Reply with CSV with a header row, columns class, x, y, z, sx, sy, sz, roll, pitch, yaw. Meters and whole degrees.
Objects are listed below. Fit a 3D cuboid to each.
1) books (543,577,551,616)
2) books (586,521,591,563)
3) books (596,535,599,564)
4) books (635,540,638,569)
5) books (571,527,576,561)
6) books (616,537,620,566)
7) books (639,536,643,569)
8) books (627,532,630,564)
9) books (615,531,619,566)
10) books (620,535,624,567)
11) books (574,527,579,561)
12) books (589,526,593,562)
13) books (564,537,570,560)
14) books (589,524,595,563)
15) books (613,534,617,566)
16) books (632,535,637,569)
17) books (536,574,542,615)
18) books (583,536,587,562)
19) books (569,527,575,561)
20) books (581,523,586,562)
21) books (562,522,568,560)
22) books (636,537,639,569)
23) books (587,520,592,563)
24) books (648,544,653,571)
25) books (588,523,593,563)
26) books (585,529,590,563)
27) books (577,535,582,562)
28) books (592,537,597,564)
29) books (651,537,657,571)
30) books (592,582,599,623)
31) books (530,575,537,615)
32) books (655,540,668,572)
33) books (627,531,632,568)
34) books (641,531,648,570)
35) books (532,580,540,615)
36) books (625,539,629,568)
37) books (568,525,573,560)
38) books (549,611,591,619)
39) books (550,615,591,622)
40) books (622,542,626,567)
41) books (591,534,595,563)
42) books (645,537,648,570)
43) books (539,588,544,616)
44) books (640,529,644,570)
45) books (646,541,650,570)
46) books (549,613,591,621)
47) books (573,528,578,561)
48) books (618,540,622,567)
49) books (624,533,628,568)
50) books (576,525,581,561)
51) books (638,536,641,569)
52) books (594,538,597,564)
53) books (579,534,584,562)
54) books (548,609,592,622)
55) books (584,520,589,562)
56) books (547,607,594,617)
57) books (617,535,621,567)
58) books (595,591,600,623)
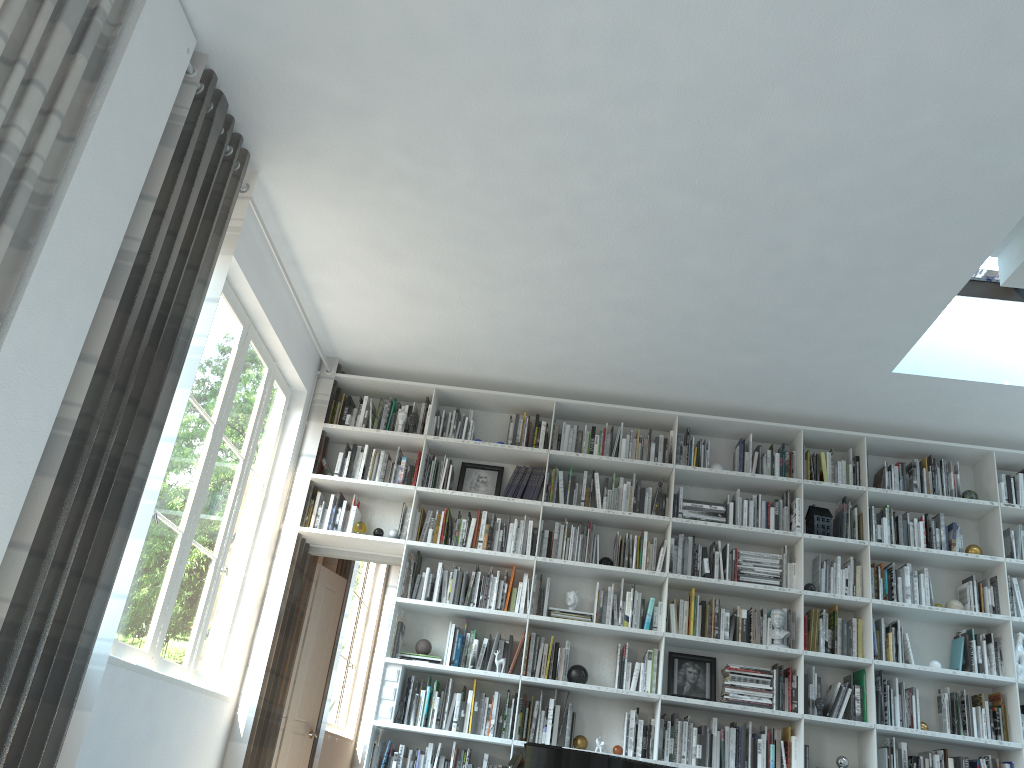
class,x,y,z,sx,sy,sz,roll,pitch,yaw
books,0.222,1.407,5.745,0.021,0.276,0.137,6,-25,4
books,0.504,1.087,5.892,0.005,0.315,0.158,6,-25,4
books,0.564,1.130,5.863,0.031,0.231,0.148,6,-25,4
books,0.809,1.159,5.857,0.011,0.235,0.131,6,-25,4
books,0.404,1.098,5.882,0.010,0.260,0.170,6,-25,4
books,0.693,1.144,5.866,0.005,0.238,0.146,6,-25,4
books,0.839,1.146,5.841,0.006,0.252,0.181,6,-25,4
books,0.759,1.130,5.857,0.005,0.274,0.158,6,-25,4
books,0.687,1.128,5.877,0.012,0.274,0.129,6,-25,4
books,0.715,1.134,5.834,0.005,0.235,0.179,6,-25,4
books,0.424,1.094,5.865,0.009,0.260,0.181,6,-25,4
books,0.516,1.100,5.878,0.004,0.283,0.167,6,-25,4
books,0.360,1.127,5.868,0.029,0.186,0.150,6,-25,4
books,0.524,1.092,5.862,0.011,0.285,0.189,6,-25,4
books,0.677,1.134,5.866,0.005,0.253,0.161,6,-25,4
books,0.797,1.139,5.827,0.013,0.242,0.189,6,-25,4
books,0.175,1.400,5.768,0.011,0.296,0.136,6,-25,4
books,0.475,1.132,5.879,0.012,0.216,0.134,6,-25,4
books,0.392,1.091,5.859,0.012,0.250,0.184,6,-25,4
books,0.469,1.087,5.872,0.011,0.290,0.177,6,-25,4
books,0.347,1.074,5.874,0.010,0.282,0.184,6,-25,4
books,0.823,1.148,5.849,0.017,0.252,0.140,6,-25,4
books,0.510,1.080,5.892,0.005,0.329,0.162,6,-25,4
books,0.902,1.176,5.837,0.024,0.215,0.142,6,-25,4
books,0.513,1.091,5.885,0.005,0.304,0.163,6,-25,4
books,0.493,1.105,5.870,0.010,0.260,0.159,6,-25,4
books,0.441,1.119,5.852,0.011,0.208,0.182,6,-25,4
books,0.539,1.137,5.871,0.012,0.217,0.151,6,-25,4
books,0.928,1.156,5.836,0.022,0.256,0.155,6,-25,4
books,0.536,1.434,5.714,0.012,0.283,0.160,6,-25,4
books,0.139,1.396,5.757,0.012,0.283,0.160,6,-25,4
books,0.968,1.160,5.809,0.064,0.236,0.209,6,-25,4
books,0.778,1.131,5.868,0.033,0.286,0.156,6,-25,4
books,0.863,1.135,5.845,0.022,0.283,0.191,6,-25,4
books,0.154,1.408,5.744,0.024,0.256,0.134,6,-25,4
books,0.749,1.146,5.826,0.006,0.215,0.182,6,-25,4
books,0.383,1.084,5.860,0.009,0.262,0.190,6,-25,4
books,0.370,1.499,5.697,0.254,0.012,0.161,8,-25,1
books,0.367,1.520,5.685,0.254,0.012,0.161,8,-25,0
books,0.730,1.162,5.845,0.011,0.199,0.163,6,-25,4
books,0.530,1.130,5.881,0.009,0.235,0.135,6,-25,4
books,0.877,1.152,5.844,0.010,0.256,0.140,6,-25,4
books,0.191,1.437,5.738,0.034,0.208,0.137,6,-25,4
books,0.848,1.125,5.853,0.006,0.302,0.166,6,-25,4
books,0.886,1.167,5.841,0.011,0.228,0.166,6,-25,4
books,0.369,1.508,5.688,0.254,0.012,0.161,9,-25,0
books,0.414,1.102,5.879,0.011,0.254,0.153,6,-25,4
books,0.705,1.153,5.854,0.013,0.215,0.150,6,-25,4
books,0.745,1.137,5.866,0.009,0.265,0.150,6,-25,4
books,0.435,1.089,5.874,0.011,0.278,0.170,6,-25,4
books,0.835,1.143,5.850,0.004,0.264,0.142,6,-25,4
books,0.547,1.141,5.867,0.004,0.208,0.132,6,-25,4
books,0.454,1.123,5.878,0.011,0.225,0.130,6,-25,4
books,0.372,1.489,5.704,0.285,0.012,0.160,6,-25,6
books,0.490,1.081,5.889,0.004,0.319,0.153,6,-25,4
books,0.373,1.476,5.705,0.285,0.012,0.160,8,-25,0
books,0.697,1.134,5.844,0.005,0.239,0.174,6,-25,4
books,0.544,1.465,5.714,0.010,0.231,0.155,6,-25,4
